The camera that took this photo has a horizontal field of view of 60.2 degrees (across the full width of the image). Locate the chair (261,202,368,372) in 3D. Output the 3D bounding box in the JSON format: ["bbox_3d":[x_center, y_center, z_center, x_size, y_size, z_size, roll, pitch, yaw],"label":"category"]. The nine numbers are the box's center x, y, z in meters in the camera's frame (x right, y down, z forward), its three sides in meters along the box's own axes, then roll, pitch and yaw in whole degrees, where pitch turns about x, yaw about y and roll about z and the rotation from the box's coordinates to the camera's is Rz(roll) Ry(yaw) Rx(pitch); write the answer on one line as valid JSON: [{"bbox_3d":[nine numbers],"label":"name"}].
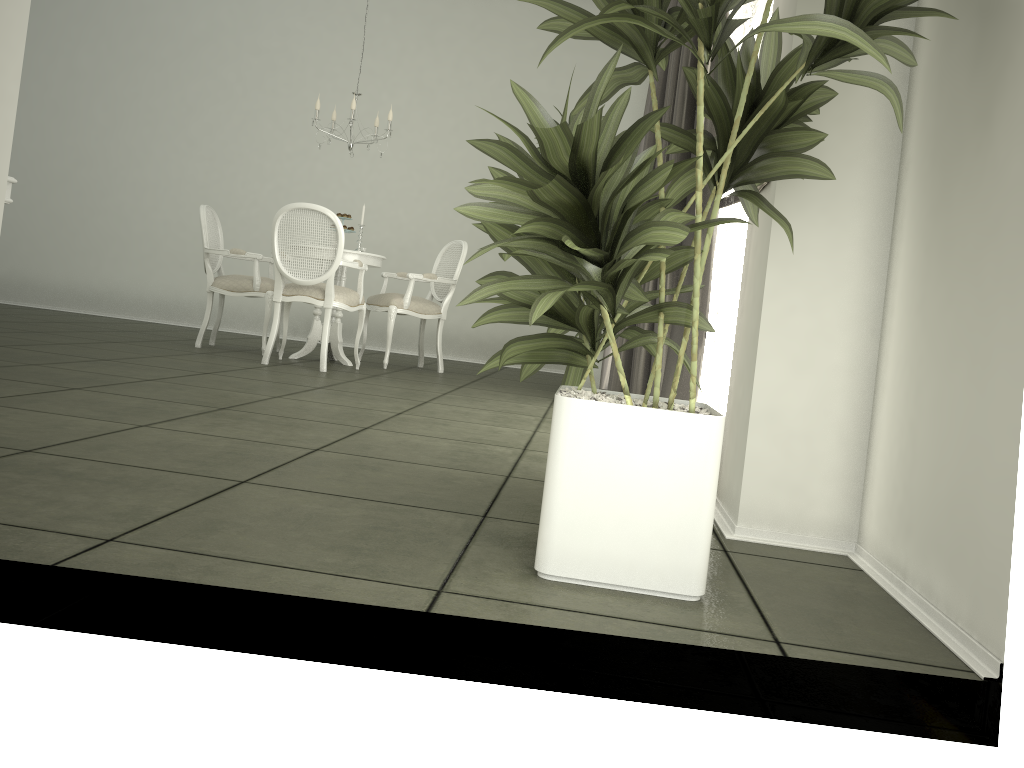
[{"bbox_3d":[-1.328,-0.643,5.921,0.596,1.065,0.689,7,1,6],"label":"chair"}]

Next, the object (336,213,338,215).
[{"bbox_3d":[-1.294,-1.256,6.580,0.039,0.032,0.039,8,2,26],"label":"object"}]

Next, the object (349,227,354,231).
[{"bbox_3d":[-1.191,-1.154,6.568,0.039,0.032,0.040,5,3,-44],"label":"object"}]

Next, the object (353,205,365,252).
[{"bbox_3d":[-1.100,-1.141,6.449,0.087,0.365,0.088,7,-1,-17],"label":"object"}]

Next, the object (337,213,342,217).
[{"bbox_3d":[-1.277,-1.251,6.543,0.039,0.032,0.039,7,2,11],"label":"object"}]

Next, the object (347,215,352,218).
[{"bbox_3d":[-1.213,-1.246,6.572,0.039,0.032,0.039,8,2,26],"label":"object"}]

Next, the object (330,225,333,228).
[{"bbox_3d":[-1.337,-1.172,6.582,0.039,0.032,0.040,6,2,-29],"label":"object"}]

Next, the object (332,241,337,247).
[{"bbox_3d":[-1.267,-1.001,6.354,0.078,0.049,0.062,9,3,38],"label":"object"}]

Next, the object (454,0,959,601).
[{"bbox_3d":[0.373,-0.652,1.831,1.043,2.099,1.157,7,0,23],"label":"object"}]

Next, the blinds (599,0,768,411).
[{"bbox_3d":[0.883,-1.024,4.191,0.661,2.602,3.663,7,2,5],"label":"blinds"}]

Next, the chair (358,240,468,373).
[{"bbox_3d":[-0.758,-0.652,6.957,0.687,1.065,0.598,7,0,-29],"label":"chair"}]

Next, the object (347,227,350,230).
[{"bbox_3d":[-1.222,-1.162,6.634,0.039,0.032,0.040,5,3,-34],"label":"object"}]

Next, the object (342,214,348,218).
[{"bbox_3d":[-1.236,-1.246,6.539,0.039,0.032,0.040,5,3,-39],"label":"object"}]

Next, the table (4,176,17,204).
[{"bbox_3d":[-2.348,-0.440,3.308,0.699,0.807,0.432,7,0,6],"label":"table"}]

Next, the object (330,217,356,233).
[{"bbox_3d":[-1.270,-1.113,6.574,0.212,0.249,0.209,8,1,38],"label":"object"}]

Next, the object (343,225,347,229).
[{"bbox_3d":[-1.234,-1.154,6.508,0.039,0.032,0.039,8,2,26],"label":"object"}]

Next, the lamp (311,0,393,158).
[{"bbox_3d":[-1.077,-2.934,6.610,0.592,2.441,0.593,7,-1,-17],"label":"lamp"}]

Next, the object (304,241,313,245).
[{"bbox_3d":[-1.549,-1.054,6.683,0.078,0.049,0.062,8,2,15],"label":"object"}]

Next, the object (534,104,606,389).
[{"bbox_3d":[0.639,-0.963,6.372,1.043,2.099,1.157,7,0,23],"label":"object"}]

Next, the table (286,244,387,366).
[{"bbox_3d":[-1.353,-0.580,6.578,0.740,0.831,0.740,7,1,2],"label":"table"}]

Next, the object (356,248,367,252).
[{"bbox_3d":[-1.153,-1.017,6.747,0.077,0.049,0.063,6,2,-15],"label":"object"}]

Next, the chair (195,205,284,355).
[{"bbox_3d":[-2.064,-0.789,6.691,0.689,1.065,0.595,7,0,-4],"label":"chair"}]

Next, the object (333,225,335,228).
[{"bbox_3d":[-1.306,-1.164,6.515,0.039,0.032,0.040,5,3,-34],"label":"object"}]
